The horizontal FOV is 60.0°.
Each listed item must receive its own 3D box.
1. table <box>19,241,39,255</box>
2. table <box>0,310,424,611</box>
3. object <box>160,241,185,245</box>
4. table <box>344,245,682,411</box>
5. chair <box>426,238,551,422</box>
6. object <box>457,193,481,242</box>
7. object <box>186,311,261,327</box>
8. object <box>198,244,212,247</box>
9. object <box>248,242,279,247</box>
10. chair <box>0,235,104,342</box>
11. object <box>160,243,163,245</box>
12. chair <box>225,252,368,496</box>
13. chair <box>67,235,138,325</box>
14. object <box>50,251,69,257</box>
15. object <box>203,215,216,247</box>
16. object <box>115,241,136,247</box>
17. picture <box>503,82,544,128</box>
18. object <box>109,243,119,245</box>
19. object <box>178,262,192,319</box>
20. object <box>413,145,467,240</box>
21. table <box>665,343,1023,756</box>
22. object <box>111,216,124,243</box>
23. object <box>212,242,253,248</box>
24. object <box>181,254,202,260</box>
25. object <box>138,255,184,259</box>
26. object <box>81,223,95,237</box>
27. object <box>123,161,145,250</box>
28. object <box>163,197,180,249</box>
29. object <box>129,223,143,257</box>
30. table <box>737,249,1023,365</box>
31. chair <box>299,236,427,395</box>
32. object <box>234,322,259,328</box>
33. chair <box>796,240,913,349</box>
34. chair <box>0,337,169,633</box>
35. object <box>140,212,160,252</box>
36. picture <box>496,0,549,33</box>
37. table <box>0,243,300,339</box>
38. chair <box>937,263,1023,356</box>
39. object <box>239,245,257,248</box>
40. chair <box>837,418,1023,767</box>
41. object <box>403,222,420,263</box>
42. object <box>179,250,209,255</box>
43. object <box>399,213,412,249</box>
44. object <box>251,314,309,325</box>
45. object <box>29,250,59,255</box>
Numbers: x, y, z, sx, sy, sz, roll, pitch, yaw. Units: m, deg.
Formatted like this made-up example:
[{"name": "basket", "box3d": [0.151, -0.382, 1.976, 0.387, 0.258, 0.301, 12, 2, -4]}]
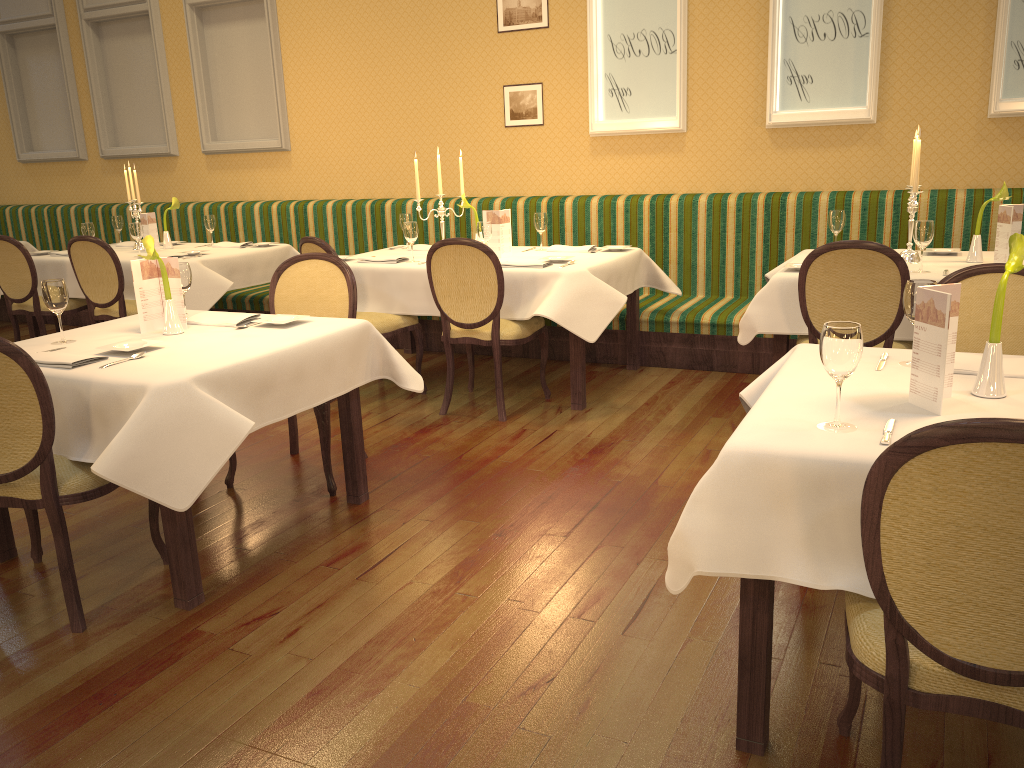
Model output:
[{"name": "table", "box3d": [-5.265, -0.832, 7.843, 2.152, 0.759, 1.385, 5, 17, 26]}, {"name": "table", "box3d": [-1.258, 0.202, 3.305, 1.395, 0.759, 1.389, 5, 17, 27]}, {"name": "object", "box3d": [-2.644, -1.090, 6.887, 0.160, 0.024, 0.160, 5, 17, 26]}, {"name": "table", "box3d": [-0.195, -0.397, 5.392, 2.152, 0.759, 1.385, 5, 17, 26]}, {"name": "chair", "box3d": [-0.146, -0.335, 4.776, 0.530, 0.955, 0.571, 5, 17, 26]}, {"name": "object", "box3d": [-0.238, -0.956, 5.309, 0.163, 0.375, 0.076, -15, 20, -40]}, {"name": "object", "box3d": [-1.141, -0.255, 3.492, 0.273, 0.033, 0.142, 5, 17, 26]}, {"name": "object", "box3d": [-2.324, -1.044, 6.685, 0.017, 0.010, 0.185, 5, 17, 27]}, {"name": "object", "box3d": [-1.811, -1.013, 6.464, 0.160, 0.024, 0.160, 5, 17, 26]}, {"name": "chair", "box3d": [-3.329, -0.608, 6.316, 0.530, 0.955, 0.571, 5, 17, 26]}, {"name": "object", "box3d": [-2.777, -1.083, 6.904, 0.017, 0.010, 0.185, 5, 17, 27]}, {"name": "chair", "box3d": [-0.939, -0.064, 3.885, 0.530, 0.955, 0.571, 2, 15, 16]}, {"name": "chair", "box3d": [-2.579, -0.543, 5.952, 0.530, 0.955, 0.571, 5, 17, 26]}, {"name": "object", "box3d": [-3.186, -0.943, 6.410, 0.273, 0.033, 0.142, 5, 17, 26]}, {"name": "object", "box3d": [-2.250, -1.145, 6.627, 0.088, 0.229, 0.088, -6, 15, -15]}, {"name": "object", "box3d": [-2.953, -1.095, 6.943, 0.273, 0.033, 0.142, 5, 17, 26]}, {"name": "picture", "box3d": [0.082, -2.013, 6.407, 0.313, 0.294, 0.008, 5, 17, 26]}, {"name": "object", "box3d": [-3.200, -1.126, 7.127, 0.038, 0.015, 0.181, 5, 17, 27]}, {"name": "object", "box3d": [-1.324, -0.371, 3.565, 0.088, 0.229, 0.088, -8, 16, -21]}, {"name": "object", "box3d": [-0.430, -1.108, 5.382, 0.131, 0.655, 0.390, 10, 19, 39]}, {"name": "table", "box3d": [1.164, 0.410, 2.135, 1.395, 0.759, 1.389, 5, 17, 27]}, {"name": "object", "box3d": [-3.128, -1.222, 7.057, 0.088, 0.229, 0.088, -6, 15, -15]}, {"name": "object", "box3d": [-2.066, -1.029, 6.554, 0.273, 0.033, 0.142, 5, 17, 26]}, {"name": "object", "box3d": [-2.137, -0.847, 5.908, 0.038, 0.015, 0.181, 5, 17, 27]}, {"name": "object", "box3d": [-2.357, -0.854, 5.955, 0.273, 0.024, 0.142, 5, 17, 26]}, {"name": "object", "box3d": [-3.010, -1.031, 6.322, 0.088, 0.229, 0.088, -6, 15, -15]}, {"name": "object", "box3d": [-2.803, -1.328, 6.589, 0.131, 0.655, 0.390, -16, 20, -42]}, {"name": "object", "box3d": [-2.526, -1.190, 6.557, 0.163, 0.375, 0.076, 0, 15, 8]}, {"name": "object", "box3d": [-2.574, -0.991, 6.100, 0.088, 0.229, 0.088, -6, 15, -15]}, {"name": "table", "box3d": [2.228, -0.190, 4.221, 2.152, 0.759, 1.385, 5, 17, 26]}, {"name": "chair", "box3d": [-0.879, -0.396, 5.125, 0.571, 0.955, 0.530, -14, 19, -37]}, {"name": "object", "box3d": [-0.997, -0.232, 3.408, 0.038, 0.015, 0.181, 5, 17, 27]}, {"name": "chair", "box3d": [1.521, -0.192, 3.972, 0.530, 0.955, 0.571, 5, 17, 26]}, {"name": "chair", "box3d": [-1.512, 0.243, 2.821, 0.530, 0.955, 0.571, -1, 15, 7]}, {"name": "object", "box3d": [-2.629, -1.093, 6.407, 0.081, 0.277, 0.166, -3, 15, -2]}, {"name": "picture", "box3d": [0.071, -2.641, 6.232, 0.401, 0.294, 0.008, 5, 17, 26]}, {"name": "table", "box3d": [-2.623, -0.605, 6.565, 2.152, 0.759, 1.385, 5, 17, 26]}, {"name": "chair", "box3d": [1.474, 0.144, 2.715, 0.530, 0.955, 0.571, 5, 17, 26]}, {"name": "object", "box3d": [-1.923, -1.006, 6.470, 0.038, 0.015, 0.181, 5, 17, 27]}, {"name": "chair", "box3d": [0.883, 0.448, 1.665, 0.530, 0.955, 0.571, 5, 17, 26]}, {"name": "object", "box3d": [-0.583, -0.823, 5.148, 0.088, 0.229, 0.088, -6, 15, -15]}, {"name": "object", "box3d": [-2.179, -0.893, 6.072, 0.160, 0.024, 0.160, 5, 17, 26]}, {"name": "object", "box3d": [-0.701, -1.014, 5.884, 0.088, 0.229, 0.088, -6, 15, -15]}, {"name": "object", "box3d": [-0.885, -0.239, 3.402, 0.160, 0.024, 0.160, 5, 17, 26]}, {"name": "object", "box3d": [-3.471, -0.966, 6.554, 0.160, 0.024, 0.160, 5, 17, 26]}]
